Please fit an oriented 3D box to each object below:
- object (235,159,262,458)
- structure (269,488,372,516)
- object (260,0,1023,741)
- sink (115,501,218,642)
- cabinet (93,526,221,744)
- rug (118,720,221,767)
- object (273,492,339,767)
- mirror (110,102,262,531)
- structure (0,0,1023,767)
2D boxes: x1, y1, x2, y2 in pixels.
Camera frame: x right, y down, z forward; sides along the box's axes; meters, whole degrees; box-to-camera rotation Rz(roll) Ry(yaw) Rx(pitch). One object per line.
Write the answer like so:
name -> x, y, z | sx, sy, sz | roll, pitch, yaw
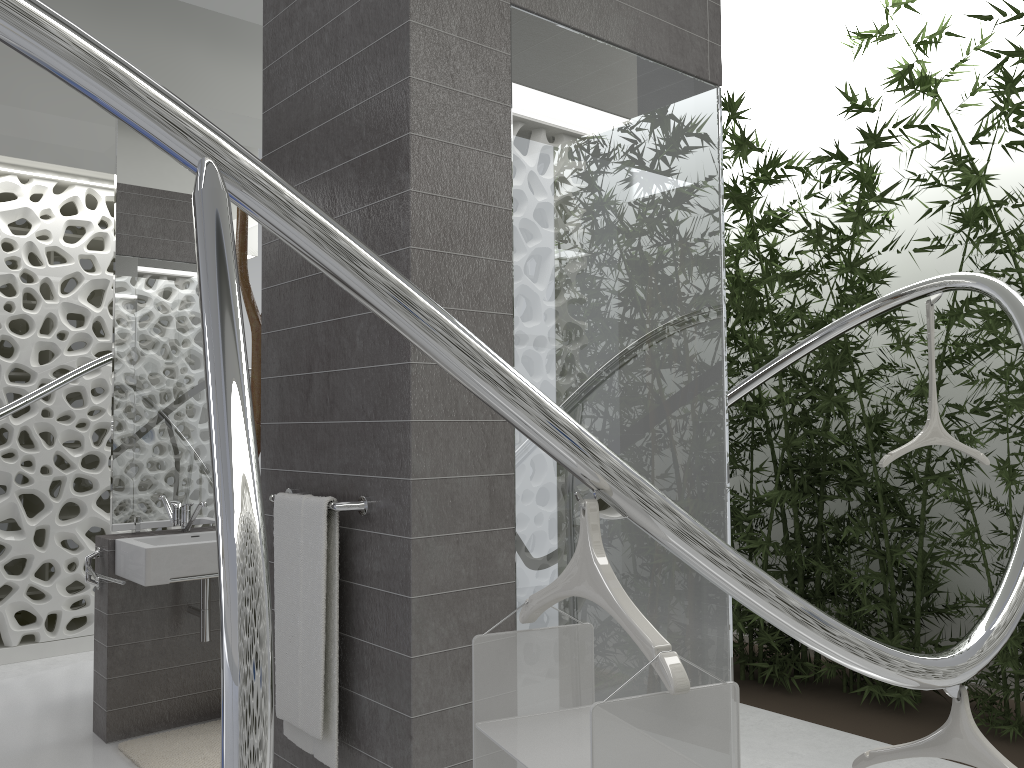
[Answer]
object -> -0.762, 0.264, 2.892 | 0.400, 2.389, 0.400 | 2, -4, -40
structure -> -0.510, 0.303, 2.286 | 0.078, 0.047, 0.442 | 2, -4, -40
object -> 1.520, -0.277, 4.858 | 4.097, 4.038, 4.664 | -1, -3, 9
sink -> -1.340, 0.811, 3.854 | 0.650, 0.598, 0.478 | 2, -4, -40
cabinet -> -1.222, 1.086, 4.092 | 1.200, 0.870, 0.461 | 2, -4, -40
rug -> -0.954, 1.496, 3.757 | 1.153, 0.016, 0.775 | 2, -4, -40
object -> -0.526, 0.610, 2.253 | 0.042, 0.656, 0.283 | 2, -4, -40
mirror -> -1.348, -0.329, 4.293 | 1.100, 1.980, 0.030 | 2, -4, -40
structure -> -1.433, 0.573, 2.811 | 5.433, 2.080, 5.250 | -3, -4, 45
